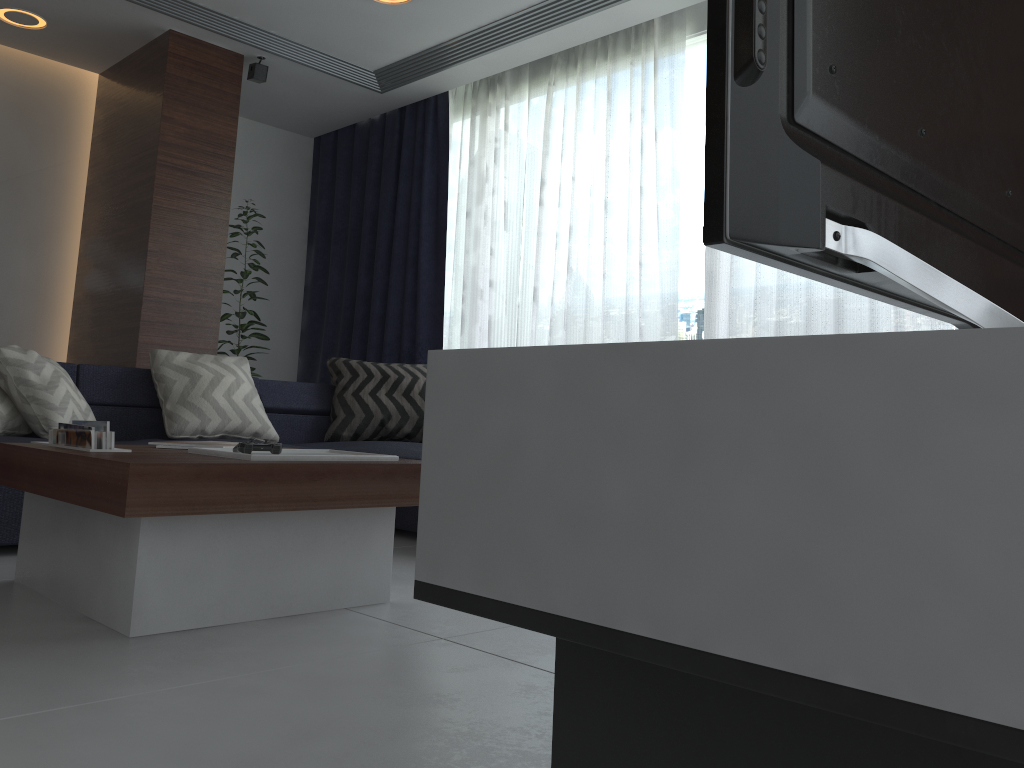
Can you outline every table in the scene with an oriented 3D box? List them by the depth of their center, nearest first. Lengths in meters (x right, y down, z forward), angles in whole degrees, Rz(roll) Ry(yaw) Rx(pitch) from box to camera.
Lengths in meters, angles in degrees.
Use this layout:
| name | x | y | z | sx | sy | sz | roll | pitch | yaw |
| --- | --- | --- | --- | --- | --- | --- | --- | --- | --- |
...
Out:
| name | x | y | z | sx | sy | sz | roll | pitch | yaw |
| --- | --- | --- | --- | --- | --- | --- | --- | --- | --- |
| table | -0.721 | 0.336 | 2.180 | 0.803 | 0.356 | 0.795 | -1 | -5 | 45 |

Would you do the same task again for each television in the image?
| name | x | y | z | sx | sy | sz | roll | pitch | yaw |
| --- | --- | --- | --- | --- | --- | --- | --- | --- | --- |
| television | 0.613 | -0.377 | 1.132 | 0.297 | 0.794 | 1.222 | -4 | -8 | 45 |

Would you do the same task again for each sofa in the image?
| name | x | y | z | sx | sy | sz | roll | pitch | yaw |
| --- | --- | --- | --- | --- | --- | --- | --- | --- | --- |
| sofa | -0.906 | 0.248 | 3.265 | 1.895 | 0.614 | 2.855 | 0 | -4 | 45 |

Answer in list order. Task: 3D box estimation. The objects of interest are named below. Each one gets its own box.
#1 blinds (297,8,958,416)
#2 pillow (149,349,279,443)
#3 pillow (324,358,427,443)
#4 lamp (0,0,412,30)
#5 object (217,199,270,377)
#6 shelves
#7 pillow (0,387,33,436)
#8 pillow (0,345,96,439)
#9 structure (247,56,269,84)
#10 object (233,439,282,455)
| name | x | y | z | sx | sy | sz | roll | pitch | yaw |
| --- | --- | --- | --- | --- | --- | --- | --- | --- | --- |
| blinds | -1.003 | -0.884 | 2.469 | 5.765 | 2.800 | 7.116 | 6 | -5 | -41 |
| pillow | -1.296 | 0.055 | 3.823 | 0.342 | 0.392 | 0.492 | -3 | -7 | 45 |
| pillow | -0.644 | 0.133 | 4.472 | 0.597 | 0.524 | 0.352 | 4 | -6 | -15 |
| lamp | -2.948 | -2.208 | 0.409 | 5.342 | 0.085 | 9.510 | 1 | -3 | 31 |
| object | -1.774 | -0.305 | 5.727 | 0.503 | 1.865 | 0.477 | 1 | -7 | 13 |
| shelves | 1.052 | 0.298 | 1.226 | 0.871 | 0.504 | 2.335 | -1 | -5 | 45 |
| pillow | -1.912 | 0.031 | 3.078 | 0.330 | 0.297 | 0.412 | 2 | -4 | 7 |
| pillow | -1.732 | 0.041 | 3.297 | 0.280 | 0.355 | 0.414 | 3 | -5 | -2 |
| structure | -1.528 | -1.885 | 5.314 | 0.084 | 0.144 | 0.114 | 8 | -8 | -40 |
| object | -0.608 | 0.151 | 2.126 | 0.112 | 0.037 | 0.070 | 5 | -4 | -32 |
